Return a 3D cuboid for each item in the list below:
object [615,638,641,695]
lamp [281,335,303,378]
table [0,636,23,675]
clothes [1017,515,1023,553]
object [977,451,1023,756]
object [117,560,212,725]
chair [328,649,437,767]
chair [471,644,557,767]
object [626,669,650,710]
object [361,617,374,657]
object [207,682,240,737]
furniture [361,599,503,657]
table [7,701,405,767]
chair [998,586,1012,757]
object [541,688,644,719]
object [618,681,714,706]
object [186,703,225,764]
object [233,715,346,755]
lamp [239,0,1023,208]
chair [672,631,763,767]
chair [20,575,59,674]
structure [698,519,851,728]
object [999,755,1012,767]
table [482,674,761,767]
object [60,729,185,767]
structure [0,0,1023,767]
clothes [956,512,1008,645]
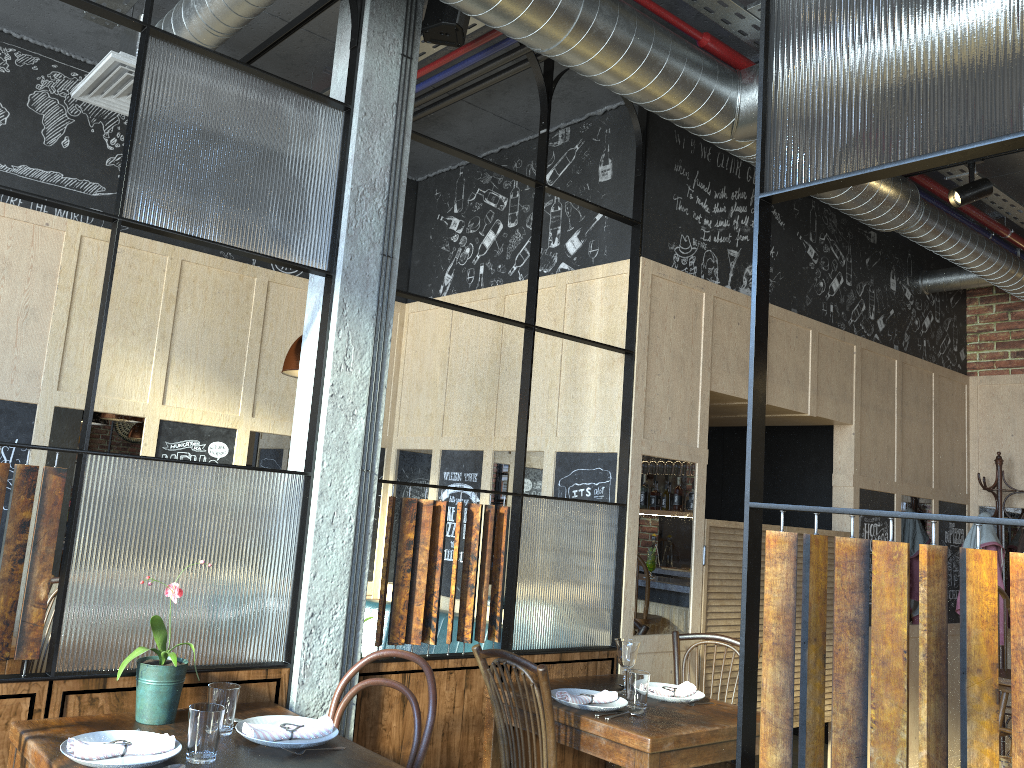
[{"bbox_3d":[0.427,1.055,3.289,0.095,0.192,0.101,7,-9,-20],"label":"object"},{"bbox_3d":[-0.757,-0.689,3.886,0.381,1.338,0.355,1,-9,22],"label":"lamp"},{"bbox_3d":[-2.321,1.273,3.221,0.715,0.729,0.784,12,-11,-40],"label":"table"},{"bbox_3d":[3.219,1.200,5.447,0.226,0.773,0.221,12,-12,-43],"label":"clothes"},{"bbox_3d":[3.031,1.415,5.512,0.350,1.994,0.354,7,-9,-18],"label":"object"},{"bbox_3d":[-0.944,0.693,2.389,0.152,0.428,0.195,1,-9,20],"label":"object"},{"bbox_3d":[-0.505,1.217,2.386,0.458,0.923,0.523,-3,-11,41],"label":"chair"},{"bbox_3d":[0.144,1.343,2.890,0.498,0.917,0.422,10,-11,-35],"label":"chair"},{"bbox_3d":[0.435,1.061,3.063,0.083,0.120,0.085,6,-9,-9],"label":"object"},{"bbox_3d":[-0.652,1.000,3.537,0.132,0.432,0.224,8,-9,-22],"label":"object"},{"bbox_3d":[-0.761,0.853,2.310,0.087,0.120,0.081,2,-9,18],"label":"object"},{"bbox_3d":[-0.841,1.459,3.988,1.421,0.824,1.509,12,-10,-40],"label":"furniture"},{"bbox_3d":[-0.779,1.257,2.128,0.715,0.729,0.784,12,-11,-40],"label":"table"},{"bbox_3d":[2.571,1.621,4.352,0.414,1.198,0.431,12,-11,-41],"label":"chair"},{"bbox_3d":[0.274,1.077,3.021,0.257,0.051,0.339,11,-10,-37],"label":"object"},{"bbox_3d":[0.569,1.142,3.304,0.257,0.051,0.339,11,-10,-37],"label":"object"},{"bbox_3d":[-0.726,0.824,2.078,0.087,0.120,0.081,2,-9,18],"label":"object"},{"bbox_3d":[-0.600,0.905,2.329,0.257,0.051,0.339,11,-10,-37],"label":"object"},{"bbox_3d":[2.337,-1.150,2.477,5.968,0.274,7.555,12,-10,-40],"label":"lamp"},{"bbox_3d":[0.742,1.471,3.439,0.420,0.917,0.501,0,-9,24],"label":"chair"},{"bbox_3d":[-1.976,1.241,3.496,0.420,0.917,0.501,0,-9,24],"label":"chair"},{"bbox_3d":[3.412,1.263,3.452,5.191,0.997,1.218,1,-9,26],"label":"structure"},{"bbox_3d":[1.272,1.023,2.254,0.087,0.120,0.081,0,-9,25],"label":"object"},{"bbox_3d":[0.402,1.496,3.111,0.715,0.729,0.784,12,-11,-40],"label":"table"},{"bbox_3d":[-0.893,0.838,2.031,0.257,0.051,0.339,11,-10,-37],"label":"object"},{"bbox_3d":[2.327,0.295,2.732,6.106,3.335,5.754,0,-10,33],"label":"structure"},{"bbox_3d":[2.922,1.194,5.477,0.236,0.793,0.275,6,-9,-14],"label":"clothes"}]
